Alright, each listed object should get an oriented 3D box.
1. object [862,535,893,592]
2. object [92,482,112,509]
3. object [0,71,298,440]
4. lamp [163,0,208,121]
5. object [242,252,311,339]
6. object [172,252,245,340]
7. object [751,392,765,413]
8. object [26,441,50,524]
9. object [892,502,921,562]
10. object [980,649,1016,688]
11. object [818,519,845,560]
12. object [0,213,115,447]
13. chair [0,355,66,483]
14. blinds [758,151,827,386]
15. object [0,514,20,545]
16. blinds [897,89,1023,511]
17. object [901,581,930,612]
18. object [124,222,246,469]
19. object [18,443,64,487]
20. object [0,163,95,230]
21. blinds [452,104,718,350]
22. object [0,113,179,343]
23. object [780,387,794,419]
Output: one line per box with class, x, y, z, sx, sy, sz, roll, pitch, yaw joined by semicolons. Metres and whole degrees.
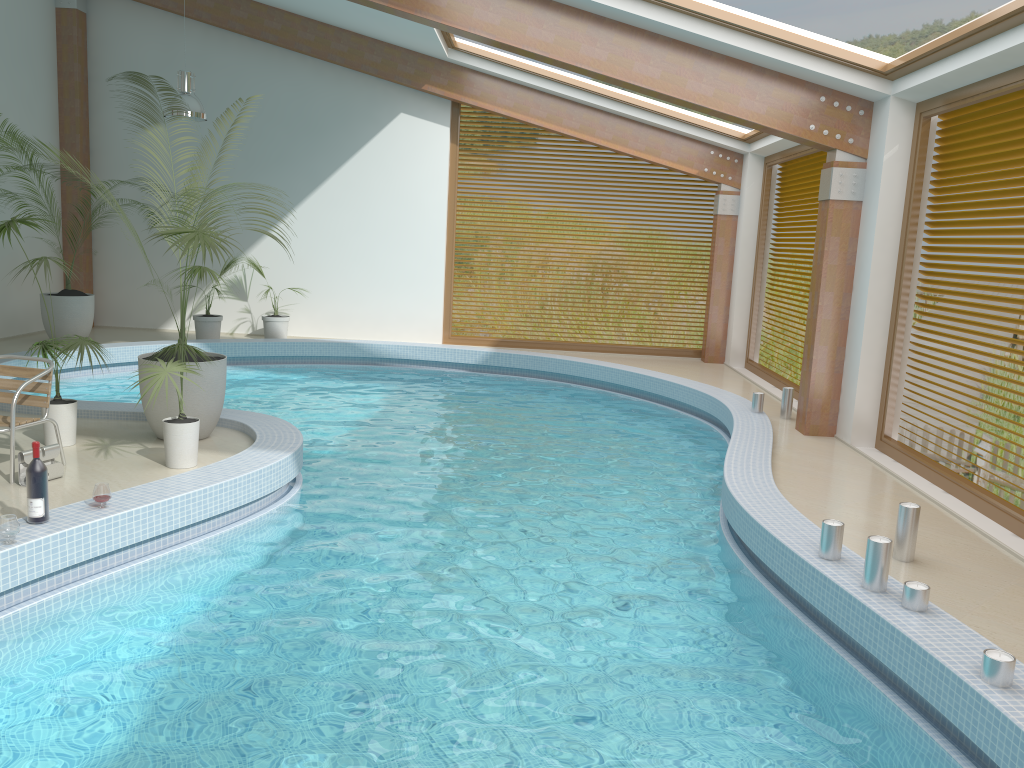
object;1.808;0.889;4.391;0.115;0.254;0.115;11;12;41
object;-2.314;0.631;5.006;0.102;0.137;0.102;5;9;10
object;-2.528;-1.012;6.674;2.979;2.960;2.729;6;10;18
lamp;-3.883;-4.165;10.527;0.506;1.958;0.505;3;9;1
object;-3.539;-1.287;13.116;1.067;1.310;0.822;5;10;13
object;-4.303;-1.259;12.702;0.822;1.310;1.067;11;12;40
object;2.507;0.183;9.043;0.115;0.204;0.115;11;12;41
object;-2.515;0.518;4.697;0.109;0.435;0.109;10;11;35
object;2.259;0.847;5.079;0.115;0.320;0.115;-5;12;-40
object;1.913;1.118;3.492;0.115;0.107;0.115;-5;12;-40
object;1.735;0.845;4.817;0.115;0.194;0.115;11;12;41
object;-3.432;-0.383;6.496;1.059;1.695;0.791;10;12;36
chair;-3.394;0.208;5.861;0.618;0.727;0.563;5;10;13
blinds;3.698;-1.359;10.793;0.095;2.921;4.200;3;9;1
object;-2.496;0.722;4.397;0.102;0.137;0.102;5;9;10
blinds;3.572;-0.546;5.828;0.095;2.921;4.200;3;9;1
object;1.908;1.002;4.191;0.115;0.107;0.115;-5;12;-40
object;-2.208;-0.251;6.089;0.791;1.695;1.059;1;10;-12
object;-3.020;0.518;5.691;0.081;0.223;0.272;7;10;21
object;-6.038;-1.671;9.548;2.729;2.960;2.979;-3;11;-33
blinds;1.186;-2.558;13.815;4.500;4.025;0.099;3;9;1
object;-5.785;-2.045;11.895;2.729;2.960;2.979;0;10;-18
object;2.854;0.197;9.204;0.115;0.320;0.115;-5;12;-40
